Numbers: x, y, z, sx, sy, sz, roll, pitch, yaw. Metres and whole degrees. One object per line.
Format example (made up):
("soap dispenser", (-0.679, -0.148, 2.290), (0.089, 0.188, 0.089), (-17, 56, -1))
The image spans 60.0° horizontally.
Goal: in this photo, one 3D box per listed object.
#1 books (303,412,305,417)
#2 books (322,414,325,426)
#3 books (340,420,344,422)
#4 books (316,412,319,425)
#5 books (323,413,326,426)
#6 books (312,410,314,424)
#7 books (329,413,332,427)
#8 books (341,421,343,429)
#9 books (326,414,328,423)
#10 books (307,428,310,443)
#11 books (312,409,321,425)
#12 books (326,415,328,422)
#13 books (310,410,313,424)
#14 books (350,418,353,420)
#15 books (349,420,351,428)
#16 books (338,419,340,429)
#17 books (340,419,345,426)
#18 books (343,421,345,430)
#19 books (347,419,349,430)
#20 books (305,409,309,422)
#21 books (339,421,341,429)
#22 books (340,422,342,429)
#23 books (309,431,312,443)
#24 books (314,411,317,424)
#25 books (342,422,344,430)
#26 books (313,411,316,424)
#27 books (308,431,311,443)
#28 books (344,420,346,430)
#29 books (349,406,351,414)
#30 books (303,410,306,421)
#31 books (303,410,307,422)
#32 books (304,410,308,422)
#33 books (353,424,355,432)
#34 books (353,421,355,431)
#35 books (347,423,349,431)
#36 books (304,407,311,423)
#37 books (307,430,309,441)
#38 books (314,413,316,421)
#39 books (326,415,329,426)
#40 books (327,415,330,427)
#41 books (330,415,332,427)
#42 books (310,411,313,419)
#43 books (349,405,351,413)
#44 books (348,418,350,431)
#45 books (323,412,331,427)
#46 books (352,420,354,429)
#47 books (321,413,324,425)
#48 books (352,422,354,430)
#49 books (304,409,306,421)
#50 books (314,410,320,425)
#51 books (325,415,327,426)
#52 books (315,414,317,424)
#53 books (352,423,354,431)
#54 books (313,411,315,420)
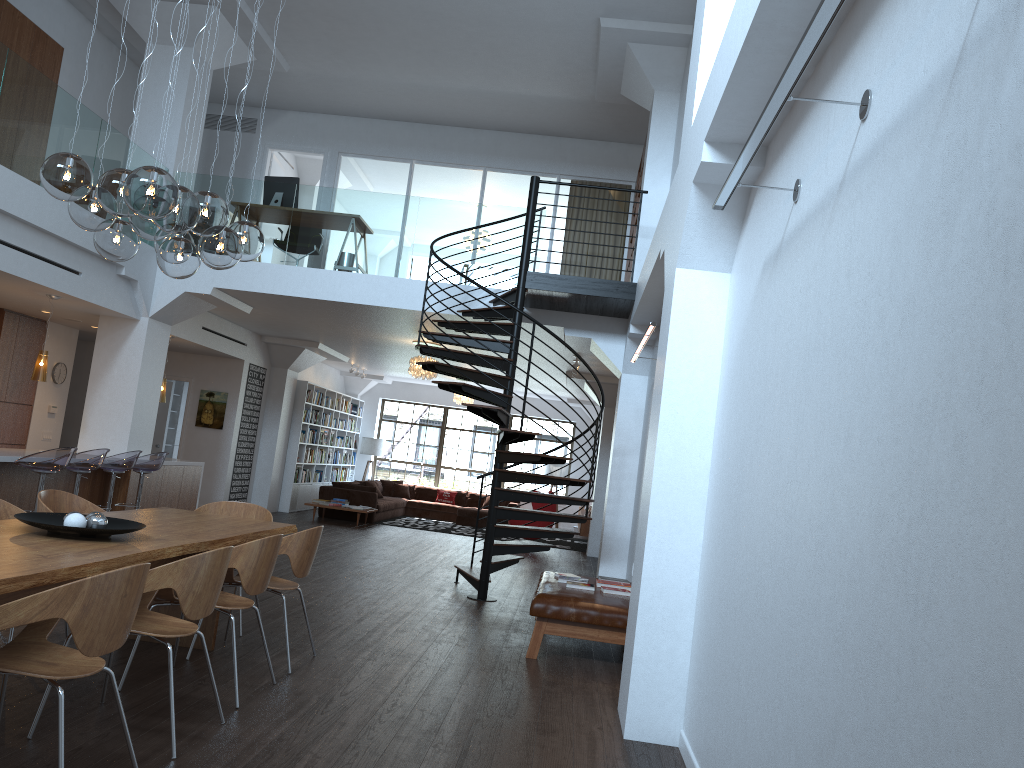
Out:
("books", (-3.919, 0.600, 16.330), (0.161, 0.182, 0.170), (7, -5, 4))
("books", (-3.831, 0.703, 17.657), (0.174, 0.239, 0.045), (7, -5, 4))
("books", (-3.735, 0.885, 19.260), (0.127, 0.200, 0.020), (7, -5, 4))
("books", (-3.865, 0.662, 17.251), (0.174, 0.240, 0.054), (7, -5, 4))
("books", (-3.825, 0.707, 17.757), (0.182, 0.253, 0.034), (7, -5, 4))
("books", (-3.892, 0.625, 16.990), (0.180, 0.259, 0.042), (7, -5, 4))
("books", (-3.809, 0.729, 18.143), (0.197, 0.283, 0.065), (7, -5, 4))
("books", (-3.742, 0.885, 19.192), (0.134, 0.184, 0.030), (7, -5, 4))
("books", (-3.821, 0.723, 17.912), (0.159, 0.250, 0.026), (7, -5, 4))
("books", (-3.938, 0.968, 16.801), (0.176, 0.290, 0.053), (7, -5, 4))
("books", (-3.852, 0.654, 17.418), (0.176, 0.291, 0.053), (7, -5, 4))
("books", (-3.816, 0.735, 17.884), (0.161, 0.223, 0.027), (7, -5, 4))
("books", (-3.893, 0.620, 16.903), (0.183, 0.253, 0.042), (7, -5, 4))
("books", (-3.683, 0.911, 19.966), (0.176, 0.290, 0.036), (7, -5, 4))
("books", (-3.697, 0.907, 19.736), (0.183, 0.253, 0.034), (7, -5, 4))
("books", (-3.751, 0.846, 18.876), (0.146, 0.202, 0.027), (7, -5, 4))
("books", (-3.726, 0.880, 19.375), (0.140, 0.231, 0.042), (7, -5, 4))
("books", (-3.727, 0.897, 19.333), (0.139, 0.191, 0.036), (7, -5, 4))
("books", (-3.714, 0.875, 19.585), (0.198, 0.284, 0.066), (7, -5, 4))
("books", (-3.903, 0.592, 16.555), (0.174, 0.242, 0.105), (7, -5, 4))
("books", (-3.746, 0.872, 18.990), (0.126, 0.173, 0.032), (7, -5, 4))
("books", (-3.737, 0.886, 19.090), (0.120, 0.167, 0.020), (7, -5, 4))
("books", (-3.930, 1.003, 16.926), (0.170, 0.245, 0.057), (7, -5, 4))
("books", (-3.881, 0.643, 17.141), (0.183, 0.253, 0.042), (7, -5, 4))
("books", (-3.732, 0.890, 19.293), (0.136, 0.196, 0.045), (7, -5, 4))
("books", (-3.883, 0.640, 17.067), (0.171, 0.246, 0.039), (7, -5, 4))
("books", (-3.930, 1.001, 16.874), (0.174, 0.239, 0.045), (7, -5, 4))
("books", (-3.726, 0.887, 19.424), (0.158, 0.226, 0.052), (7, -5, 4))
("books", (-3.657, 0.544, 19.672), (0.161, 0.223, 0.032), (7, -5, 4))
("books", (-3.917, 0.589, 16.410), (0.161, 0.218, 0.101), (7, -5, 4))
("books", (-3.910, 0.586, 16.440), (0.152, 0.232, 0.104), (7, -5, 4))
("books", (-3.905, 0.588, 16.471), (0.172, 0.235, 0.112), (7, -5, 4))
("books", (-3.666, 0.967, 20.181), (0.161, 0.223, 0.026), (7, -5, 4))
("books", (-3.678, 0.954, 20.148), (0.174, 0.240, 0.045), (7, -5, 4))
("books", (-3.699, 0.898, 19.628), (0.160, 0.250, 0.026), (7, -5, 4))
("books", (-3.887, 0.577, 16.633), (0.176, 0.290, 0.053), (7, -5, 4))
("books", (-3.946, 0.964, 16.740), (0.197, 0.283, 0.065), (7, -5, 4))
("books", (-3.884, 0.654, 17.102), (0.161, 0.223, 0.033), (7, -5, 4))
("books", (-3.817, 0.729, 17.953), (0.170, 0.245, 0.057), (7, -5, 4))
("books", (-3.811, 0.738, 18.004), (0.174, 0.239, 0.045), (7, -5, 4))
("books", (-3.792, 0.755, 18.213), (0.159, 0.250, 0.026), (7, -5, 4))
("books", (-3.901, 0.620, 16.813), (0.174, 0.236, 0.142), (7, -5, 5))
("books", (-3.666, 0.526, 19.643), (0.160, 0.251, 0.031), (7, -5, 4))
("books", (-3.698, 0.884, 19.695), (0.176, 0.290, 0.053), (7, -5, 4))
("books", (-3.808, 0.720, 18.082), (0.176, 0.290, 0.053), (7, -5, 4))
("books", (-3.680, 0.931, 20.012), (0.180, 0.259, 0.060), (7, -5, 4))
("books", (-3.831, 0.690, 17.584), (0.182, 0.253, 0.034), (7, -5, 4))
("books", (-3.675, 0.940, 20.054), (0.160, 0.250, 0.026), (7, -5, 4))
("books", (-3.913, 0.588, 16.516), (0.172, 0.239, 0.093), (7, -5, 4))
("books", (-3.873, 0.649, 17.368), (0.198, 0.284, 0.049), (7, -5, 4))
("books", (-3.820, 0.732, 17.858), (0.161, 0.223, 0.026), (7, -5, 4))
("books", (-3.866, 0.663, 17.175), (0.161, 0.223, 0.032), (7, -5, 4))
("books", (-3.676, 0.956, 20.078), (0.161, 0.223, 0.027), (7, -5, 4))
("books", (-3.888, 0.633, 17.029), (0.160, 0.251, 0.039), (7, -5, 4))
